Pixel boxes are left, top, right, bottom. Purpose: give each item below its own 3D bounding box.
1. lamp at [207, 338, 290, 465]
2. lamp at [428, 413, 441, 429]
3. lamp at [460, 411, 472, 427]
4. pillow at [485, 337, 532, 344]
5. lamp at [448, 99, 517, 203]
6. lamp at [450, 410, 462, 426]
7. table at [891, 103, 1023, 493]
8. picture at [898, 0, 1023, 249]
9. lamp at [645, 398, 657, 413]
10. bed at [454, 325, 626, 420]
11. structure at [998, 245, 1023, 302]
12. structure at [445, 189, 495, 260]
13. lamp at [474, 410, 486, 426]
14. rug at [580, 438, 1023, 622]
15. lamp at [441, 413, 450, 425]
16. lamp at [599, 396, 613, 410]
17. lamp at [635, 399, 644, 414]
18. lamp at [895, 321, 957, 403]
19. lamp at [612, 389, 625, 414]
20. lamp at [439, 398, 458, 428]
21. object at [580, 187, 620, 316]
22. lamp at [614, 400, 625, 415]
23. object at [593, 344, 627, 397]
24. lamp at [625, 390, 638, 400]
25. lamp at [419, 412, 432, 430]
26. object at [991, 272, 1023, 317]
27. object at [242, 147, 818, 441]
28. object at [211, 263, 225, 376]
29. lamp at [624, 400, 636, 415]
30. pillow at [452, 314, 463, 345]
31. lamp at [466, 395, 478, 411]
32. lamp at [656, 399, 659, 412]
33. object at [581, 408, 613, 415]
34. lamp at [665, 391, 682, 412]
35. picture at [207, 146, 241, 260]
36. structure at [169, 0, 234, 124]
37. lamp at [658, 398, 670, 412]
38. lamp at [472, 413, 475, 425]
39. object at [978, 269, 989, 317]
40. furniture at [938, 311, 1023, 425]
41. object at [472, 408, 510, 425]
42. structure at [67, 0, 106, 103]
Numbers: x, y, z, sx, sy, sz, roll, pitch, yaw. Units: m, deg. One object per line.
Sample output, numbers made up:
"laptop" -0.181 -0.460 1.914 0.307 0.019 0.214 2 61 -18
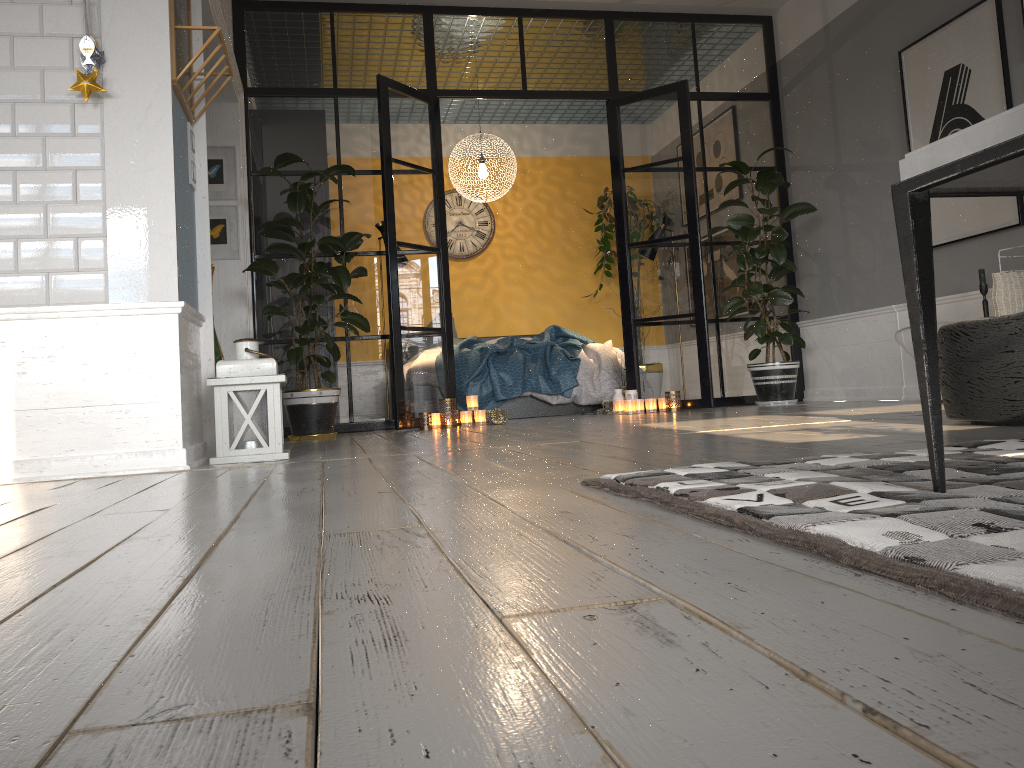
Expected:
"lamp" -1.035 0.058 3.489 0.287 0.480 0.285 -3 -4 -13
"lamp" -0.499 0.239 5.724 0.080 0.099 0.080 -5 -3 28
"lamp" -0.297 0.227 5.785 0.080 0.099 0.080 -5 -3 28
"pillow" -0.006 -0.334 8.180 0.483 0.228 0.593 -5 -1 37
"lamp" -0.277 -2.166 7.912 0.614 1.101 0.615 -6 -4 29
"lamp" -0.378 0.230 6.003 0.081 0.107 0.080 -3 -3 -12
"table" 1.354 -0.129 1.076 1.457 0.513 0.729 -3 -2 -12
"picture" 0.487 -1.416 4.723 4.041 1.802 7.264 -3 -1 -12
"lamp" 0.964 0.151 6.130 0.080 0.099 0.080 -5 -3 28
"bed" -0.033 -0.111 7.713 1.898 0.773 2.313 -3 -1 -12
"structure" 2.805 -0.527 3.031 0.308 0.488 2.765 -3 -1 -12
"structure" -0.526 -1.614 8.933 0.727 0.728 0.070 -3 -4 -12
"lamp" -0.206 0.221 5.797 0.080 0.099 0.080 -5 -3 28
"rug" 1.557 0.101 1.258 2.528 0.034 1.763 -3 -1 -12
"lamp" -0.442 0.236 5.796 0.080 0.099 0.080 -5 -3 28
"lamp" 0.719 0.158 6.579 0.108 0.132 0.095 -1 -4 -42
"lamp" 0.883 0.156 6.162 0.080 0.099 0.080 -5 -3 28
"lamp" 2.336 -0.121 4.825 0.432 0.439 0.431 -4 -3 10
"lamp" 0.767 0.127 6.353 0.092 0.180 0.092 -4 -4 8
"lamp" -0.411 0.188 5.698 0.115 0.188 0.114 -3 -3 -13
"object" 1.255 -0.904 8.820 1.345 2.215 1.242 -2 -4 -25
"lamp" 0.761 0.165 6.224 0.080 0.099 0.080 -6 -4 42
"object" 0.874 -0.047 6.623 0.436 0.524 0.278 -5 -4 28
"lamp" 0.851 0.126 6.268 0.092 0.167 0.089 -7 -5 44
"lamp" -0.551 0.238 5.649 0.084 0.111 0.084 -1 -4 -36
"object" 2.578 -0.410 4.004 0.329 0.308 0.782 -3 -1 -11
"object" 0.285 -0.659 5.840 3.898 1.804 1.006 -3 -4 -13
"object" -1.871 -0.191 5.487 0.216 1.129 0.214 -2 -5 -18
"lamp" 0.815 0.160 6.103 0.080 0.099 0.080 -5 -3 28
"pillow" -0.696 -0.387 8.037 0.783 0.602 0.497 -3 -3 -6
"lamp" -0.258 0.126 5.797 0.080 0.099 0.080 -5 -3 28
"lamp" 0.999 0.153 6.223 0.063 0.091 0.063 -2 -4 -30
"object" 0.630 0.205 6.553 0.325 0.054 0.087 -4 -2 42
"lamp" 1.100 0.120 6.041 0.107 0.141 0.107 -6 -4 42
"picture" -1.770 -1.201 4.817 0.359 0.755 1.937 -3 -1 -12
"structure" -1.238 -1.486 3.535 0.185 0.779 0.493 -3 -3 -12
"lamp" 1.054 0.145 6.127 0.080 0.099 0.080 -5 -3 28
"lamp" -0.258 0.236 5.895 0.069 0.081 0.068 -3 -3 -4
"object" 2.532 -0.269 4.556 0.092 0.704 0.278 -2 -4 -20
"furniture" 1.803 -0.064 2.896 0.736 0.358 0.732 -3 -1 -25
"object" -0.176 0.220 6.008 0.192 0.118 0.714 -3 -1 -23
"structure" -1.498 -1.203 3.118 0.134 0.450 0.077 -2 -5 -24
